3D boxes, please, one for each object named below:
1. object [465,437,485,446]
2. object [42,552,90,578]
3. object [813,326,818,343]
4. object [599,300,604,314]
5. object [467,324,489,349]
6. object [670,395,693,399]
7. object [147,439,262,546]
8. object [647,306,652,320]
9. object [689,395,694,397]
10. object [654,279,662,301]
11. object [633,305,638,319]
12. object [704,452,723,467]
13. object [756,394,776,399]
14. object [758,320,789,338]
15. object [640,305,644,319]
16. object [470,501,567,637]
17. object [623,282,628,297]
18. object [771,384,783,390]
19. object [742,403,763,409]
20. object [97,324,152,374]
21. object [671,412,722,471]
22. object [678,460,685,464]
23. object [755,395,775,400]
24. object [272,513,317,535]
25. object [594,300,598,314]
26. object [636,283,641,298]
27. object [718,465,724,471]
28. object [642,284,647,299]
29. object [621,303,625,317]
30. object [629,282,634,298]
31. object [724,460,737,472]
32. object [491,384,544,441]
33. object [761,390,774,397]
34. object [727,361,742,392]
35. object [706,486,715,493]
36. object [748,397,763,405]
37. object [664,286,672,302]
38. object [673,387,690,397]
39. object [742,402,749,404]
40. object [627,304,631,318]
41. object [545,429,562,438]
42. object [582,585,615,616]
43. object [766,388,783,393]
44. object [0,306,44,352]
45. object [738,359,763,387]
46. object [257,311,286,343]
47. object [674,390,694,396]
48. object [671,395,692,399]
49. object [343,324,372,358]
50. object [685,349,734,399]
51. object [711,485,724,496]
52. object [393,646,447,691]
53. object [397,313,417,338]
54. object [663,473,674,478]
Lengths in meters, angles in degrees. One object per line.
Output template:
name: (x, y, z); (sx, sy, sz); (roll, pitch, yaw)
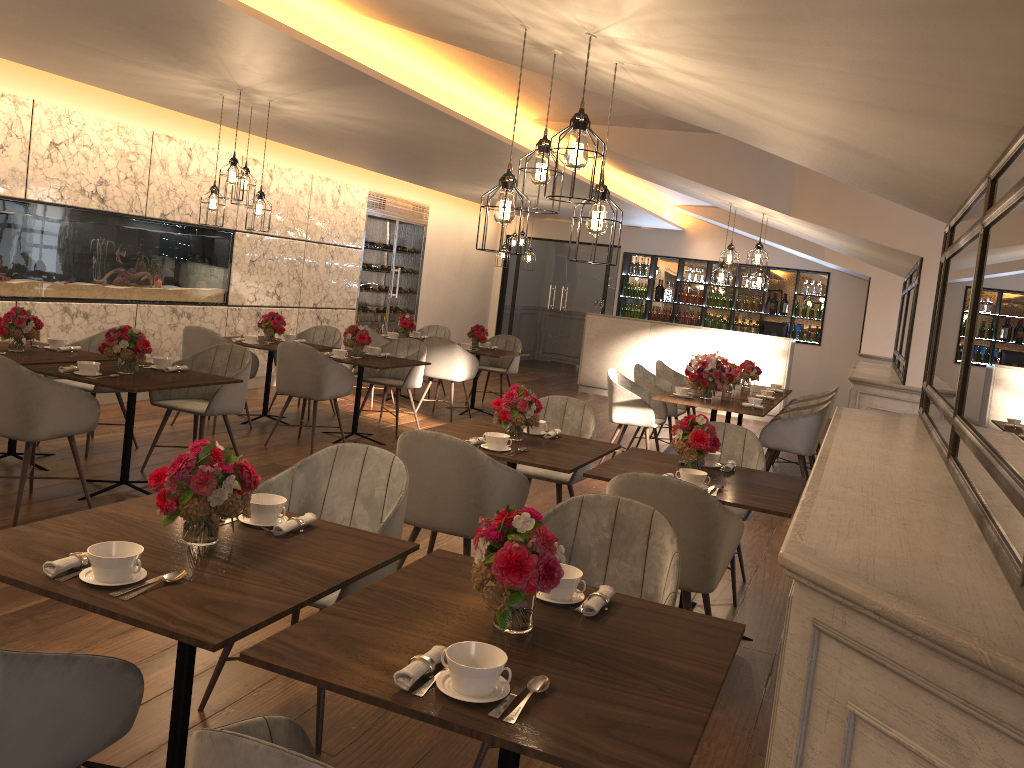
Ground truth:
object: (-0.181, 0.279, 4.296); (0.056, 0.039, 0.176); (9, 7, 21)
object: (-1.050, 0.427, 2.144); (0.056, 0.039, 0.176); (9, 7, 21)
object: (4.744, -0.773, 13.814); (0.065, 0.260, 0.066); (7, 4, 0)
object: (1.339, -1.154, 13.304); (0.065, 0.207, 0.146); (8, 4, 13)
object: (-0.398, -0.545, 10.023); (0.234, 0.300, 0.307); (5, 5, -21)
object: (1.434, 0.107, 7.504); (0.197, 0.015, 0.043); (9, 7, 18)
object: (-0.848, 0.285, 2.433); (0.235, 0.300, 0.305); (11, 6, 41)
object: (2.307, -1.173, 14.795); (0.065, 0.260, 0.066); (7, 4, 0)
object: (1.497, 0.089, 7.686); (0.193, 0.024, 0.025); (9, 6, 22)
object: (2.442, -1.565, 14.740); (0.104, 0.358, 0.104); (6, 4, -6)
object: (2.082, -1.209, 14.886); (0.065, 0.260, 0.066); (7, 4, 0)
object: (0.990, 0.378, 4.481); (0.148, 0.072, 0.149); (6, 6, -11)
object: (2.406, 0.117, 8.400); (0.197, 0.015, 0.043); (9, 7, 18)
object: (3.697, -0.714, 12.526); (0.408, 0.328, 0.130); (7, 4, -1)
object: (2.184, -1.193, 14.845); (0.065, 0.260, 0.066); (7, 4, 0)
object: (0.021, 0.426, 2.097); (0.234, 0.300, 0.306); (6, 5, -3)
object: (1.921, -1.601, 14.947); (0.065, 0.260, 0.066); (7, 4, 0)
object: (2.720, 0.041, 9.117); (0.148, 0.072, 0.149); (4, 7, -26)
object: (1.991, 0.182, 7.317); (0.176, 0.039, 0.056); (9, 6, 22)
object: (-2.298, -0.218, 5.288); (0.305, 0.300, 0.235); (7, 5, -1)
object: (0.890, 0.277, 4.249); (0.234, 0.300, 0.306); (6, 5, -3)
object: (0.883, 0.391, 4.504); (0.043, 0.015, 0.197); (10, 7, 25)
object: (2.340, 0.123, 8.182); (0.176, 0.039, 0.056); (9, 6, 22)
object: (-0.646, 0.417, 2.638); (0.056, 0.039, 0.176); (9, 7, 21)
object: (1.259, -1.167, 13.332); (0.065, 0.207, 0.065); (8, 4, 13)
object: (2.124, -1.568, 14.865); (0.065, 0.260, 0.066); (7, 4, 0)
object: (1.057, 0.414, 4.444); (0.025, 0.024, 0.193); (9, 7, 21)
object: (2.226, -1.551, 14.824); (0.065, 0.260, 0.066); (7, 4, 0)
object: (1.879, -1.243, 14.968); (0.065, 0.260, 0.066); (7, 4, 0)
object: (2.023, -1.584, 14.906); (0.065, 0.260, 0.066); (7, 4, 0)
object: (1.093, 0.412, 4.440); (0.056, 0.039, 0.176); (9, 7, 21)
object: (0.022, 0.136, 4.585); (0.235, 0.300, 0.305); (11, 6, 41)
object: (2.384, 0.099, 8.287); (0.148, 0.072, 0.149); (4, 7, -26)
object: (2.074, -0.076, 8.474); (0.235, 0.300, 0.305); (11, 6, 41)
object: (0.873, 0.466, 3.901); (0.022, 0.004, 0.211); (9, 7, 21)
object: (2.035, 0.158, 7.422); (0.148, 0.072, 0.149); (4, 7, -26)
object: (2.589, -1.500, 14.675); (0.108, 0.281, 0.109); (5, 4, -22)
object: (1.462, 0.069, 7.614); (0.148, 0.072, 0.149); (4, 7, -26)
object: (2.056, 0.177, 7.536); (0.197, 0.015, 0.043); (9, 7, 18)
object: (1.981, -1.226, 14.927); (0.065, 0.260, 0.066); (7, 4, 0)
object: (0.224, 0.269, 4.790); (0.056, 0.039, 0.176); (9, 7, 21)
object: (0.224, 0.560, 2.288); (0.056, 0.039, 0.176); (9, 7, 21)
object: (2.676, 0.065, 9.012); (0.176, 0.039, 0.056); (9, 6, 22)
object: (-3.164, -0.363, 5.668); (0.235, 0.300, 0.305); (9, 5, 23)
object: (2.447, -0.120, 9.205); (0.304, 0.300, 0.235); (5, 5, -21)
object: (-2.196, -0.528, 8.054); (0.307, 0.300, 0.234); (11, 7, 43)
object: (1.502, 0.078, 7.721); (0.176, 0.039, 0.056); (9, 6, 22)
object: (1.453, 0.112, 7.534); (0.211, 0.004, 0.022); (9, 7, 22)
object: (-1.333, -0.382, 7.677); (0.234, 0.300, 0.307); (3, 6, -36)
object: (1.704, -0.086, 7.651); (0.420, 0.424, 0.406); (8, 5, 10)
object: (0.903, 0.466, 3.881); (0.043, 0.015, 0.197); (9, 7, 17)
object: (-0.181, 0.570, 1.794); (0.056, 0.039, 0.176); (9, 7, 21)
object: (-1.223, -0.681, 10.347); (0.234, 0.300, 0.306); (6, 5, -3)
object: (0.688, 0.422, 3.946); (0.056, 0.039, 0.176); (9, 7, 21)
